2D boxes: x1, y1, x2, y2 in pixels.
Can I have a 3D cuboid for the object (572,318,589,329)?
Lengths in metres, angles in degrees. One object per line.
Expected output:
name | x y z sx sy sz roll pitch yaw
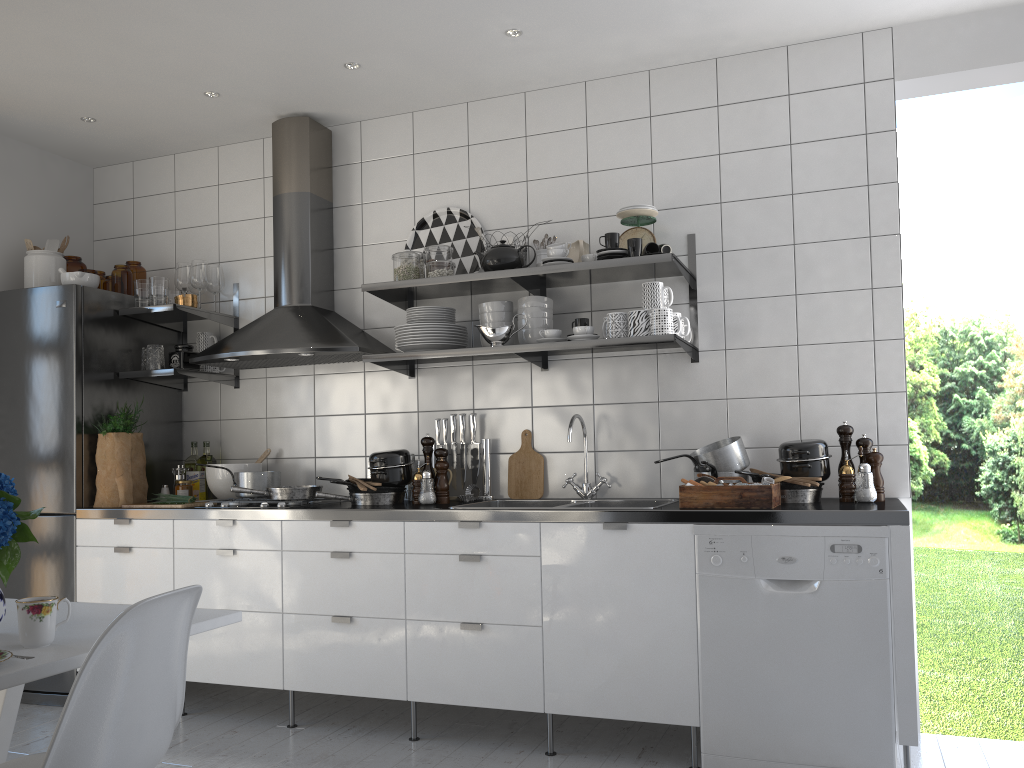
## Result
object | 0.271 -0.215 3.462 0.055 0.078 0.071 0 -3 -19

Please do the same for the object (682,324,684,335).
object | 0.590 -0.205 3.374 0.083 0.100 0.108 1 -4 -35

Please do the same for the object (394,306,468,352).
object | -0.333 -0.210 3.650 0.306 0.194 0.301 -3 -4 25

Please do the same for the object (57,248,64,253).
object | -2.131 -0.526 4.151 0.050 0.246 0.115 -1 -3 -14

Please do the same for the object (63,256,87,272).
object | -2.146 -0.500 4.326 0.117 0.236 0.118 1 -4 -44

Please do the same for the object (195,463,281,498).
object | -1.186 0.420 3.876 0.348 0.153 0.200 1 -4 -29

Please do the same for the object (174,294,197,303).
object | -1.492 -0.381 4.054 0.100 0.048 0.100 -5 -6 44

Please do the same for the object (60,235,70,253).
object | -2.125 -0.549 4.146 0.131 0.295 0.056 -1 -2 0

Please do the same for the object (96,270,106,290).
object | -2.081 -0.469 4.438 0.113 0.186 0.113 1 -4 -39

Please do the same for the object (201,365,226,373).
object | -1.426 -0.096 4.213 0.108 0.100 0.083 -2 -3 10

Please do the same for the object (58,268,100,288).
object | -1.952 -0.467 4.018 0.159 0.110 0.173 -2 -4 16

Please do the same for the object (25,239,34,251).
object | -2.217 -0.534 4.109 0.054 0.262 0.149 -1 -3 -4

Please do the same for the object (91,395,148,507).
object | -1.722 0.295 3.916 0.174 0.508 0.283 -2 -3 8

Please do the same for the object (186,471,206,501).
object | -1.485 0.481 4.161 0.077 0.140 0.044 -2 -3 21

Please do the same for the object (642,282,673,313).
object | 0.519 -0.316 3.207 0.083 0.100 0.108 1 -4 -35

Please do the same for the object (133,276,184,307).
object | -1.630 -0.405 4.085 0.190 0.134 0.229 -2 -4 11

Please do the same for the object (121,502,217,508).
object | -1.468 0.518 3.801 0.330 0.012 0.220 -3 -5 21

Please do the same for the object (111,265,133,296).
object | -1.835 -0.479 4.173 0.093 0.153 0.093 -4 -4 43

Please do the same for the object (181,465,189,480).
object | -1.552 0.468 4.176 0.059 0.172 0.059 0 -3 -20

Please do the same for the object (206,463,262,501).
object | -1.279 0.455 4.080 0.247 0.175 0.247 1 -4 -28

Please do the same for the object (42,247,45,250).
object | -2.164 -0.525 4.160 0.118 0.249 0.033 -2 -2 21

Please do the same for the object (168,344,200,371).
object | -1.497 -0.119 4.048 0.100 0.122 0.100 -3 -4 31

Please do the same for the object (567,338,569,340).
object | 0.277 -0.172 3.452 0.121 0.023 0.121 -1 -4 -8

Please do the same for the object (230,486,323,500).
object | -0.960 0.444 3.672 0.351 0.060 0.232 -1 -4 -1

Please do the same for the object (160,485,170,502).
object | -1.597 0.505 4.082 0.046 0.084 0.046 -1 -3 -2

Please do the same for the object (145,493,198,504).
object | -1.474 0.495 3.801 0.276 0.053 0.142 -4 -5 36

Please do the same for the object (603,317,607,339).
object | 0.393 -0.203 3.347 0.083 0.100 0.108 1 -4 -35

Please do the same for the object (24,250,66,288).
object | -2.170 -0.503 4.121 0.174 0.208 0.174 -2 -3 16

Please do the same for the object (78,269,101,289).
object | -2.037 -0.468 4.257 0.113 0.154 0.113 1 -4 -41

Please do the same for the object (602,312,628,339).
object | 0.386 -0.208 3.275 0.083 0.100 0.109 -1 -3 -10

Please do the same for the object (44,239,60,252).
object | -2.169 -0.548 4.133 0.064 0.289 0.141 -1 -3 -5

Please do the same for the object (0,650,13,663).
object | -1.019 0.510 1.605 0.201 0.016 0.201 -3 -5 26

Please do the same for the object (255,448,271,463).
object | -1.224 0.415 4.091 0.221 0.232 0.080 0 -3 -19

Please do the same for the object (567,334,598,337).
object | 0.275 -0.181 3.455 0.121 0.023 0.121 -1 -4 2

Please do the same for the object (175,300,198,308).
object | -1.490 -0.360 4.053 0.100 0.036 0.100 -5 -5 40

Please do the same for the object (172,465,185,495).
object | -1.546 0.462 4.111 0.059 0.172 0.059 0 -3 -20

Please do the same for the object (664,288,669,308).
object | 0.549 -0.305 3.353 0.083 0.100 0.109 -1 -3 -10

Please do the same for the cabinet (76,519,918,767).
cabinet | -0.218 0.911 3.468 3.239 0.794 0.663 -3 -4 21

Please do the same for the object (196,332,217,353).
object | -1.461 -0.194 4.227 0.083 0.100 0.108 1 -4 -35

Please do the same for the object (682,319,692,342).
object | 0.647 -0.199 3.459 0.108 0.100 0.083 -2 -3 10

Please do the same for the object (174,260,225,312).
object | -1.499 -0.450 4.242 0.193 0.244 0.206 -2 -3 19

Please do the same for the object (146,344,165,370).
object | -1.616 -0.117 4.014 0.086 0.119 0.086 -2 -3 17

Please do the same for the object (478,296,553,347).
object | 0.016 -0.233 3.592 0.310 0.216 0.150 -2 -3 18

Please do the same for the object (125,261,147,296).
object | -1.827 -0.491 4.280 0.097 0.194 0.097 -2 -3 20

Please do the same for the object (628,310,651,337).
object | 0.476 -0.214 3.223 0.108 0.100 0.083 -2 -3 10

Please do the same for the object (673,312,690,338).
object | 0.604 -0.211 3.293 0.108 0.100 0.083 -2 -3 7

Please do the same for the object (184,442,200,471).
object | -1.517 0.417 4.235 0.066 0.282 0.066 -2 -2 16

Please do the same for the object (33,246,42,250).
object | -2.202 -0.528 4.129 0.061 0.251 0.117 1 -3 -39

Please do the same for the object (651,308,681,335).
object | 0.554 -0.218 3.193 0.108 0.100 0.083 -2 -3 10

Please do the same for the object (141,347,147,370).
object | -1.673 -0.109 4.096 0.086 0.119 0.086 -3 -3 31

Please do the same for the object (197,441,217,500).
object | -1.443 0.412 4.201 0.089 0.281 0.082 -2 -3 21

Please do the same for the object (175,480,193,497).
object | -1.501 0.493 4.056 0.078 0.101 0.078 -1 -3 -13

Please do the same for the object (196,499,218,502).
object | -1.513 0.547 4.133 0.180 0.008 0.272 -3 -5 21

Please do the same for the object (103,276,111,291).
object | -1.931 -0.454 4.292 0.093 0.127 0.093 -4 -4 42
